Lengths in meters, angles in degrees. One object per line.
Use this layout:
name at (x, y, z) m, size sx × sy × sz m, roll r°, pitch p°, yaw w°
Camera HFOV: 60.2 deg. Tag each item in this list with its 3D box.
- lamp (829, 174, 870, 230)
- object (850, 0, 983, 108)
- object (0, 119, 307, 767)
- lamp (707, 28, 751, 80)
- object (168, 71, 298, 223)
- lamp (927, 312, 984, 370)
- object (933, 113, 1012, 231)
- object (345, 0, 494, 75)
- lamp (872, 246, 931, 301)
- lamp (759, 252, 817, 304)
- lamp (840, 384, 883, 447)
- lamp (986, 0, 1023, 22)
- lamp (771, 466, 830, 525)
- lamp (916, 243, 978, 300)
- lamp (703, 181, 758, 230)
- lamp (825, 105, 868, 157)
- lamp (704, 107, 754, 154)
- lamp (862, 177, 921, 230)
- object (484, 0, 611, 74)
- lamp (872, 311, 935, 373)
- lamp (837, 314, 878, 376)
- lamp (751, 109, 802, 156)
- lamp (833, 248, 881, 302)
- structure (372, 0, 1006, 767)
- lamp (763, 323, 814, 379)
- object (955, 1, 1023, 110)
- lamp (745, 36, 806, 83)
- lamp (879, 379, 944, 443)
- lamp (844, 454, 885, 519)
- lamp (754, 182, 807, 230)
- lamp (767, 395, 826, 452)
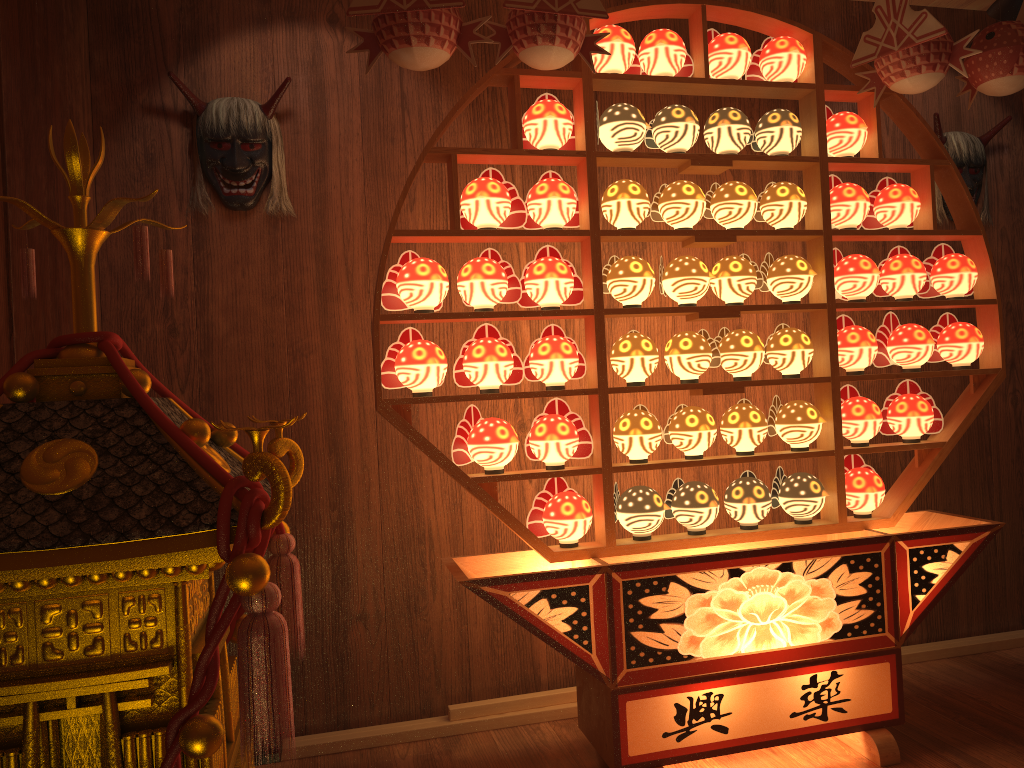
lamp at (1.036, -0.567, 2.727) m, size 0.204 × 0.200 × 0.154 m, roll -3°, pitch -1°, yaw -14°
object at (1.139, -0.981, 2.519) m, size 0.249 × 0.314 × 0.352 m, roll -2°, pitch -1°, yaw -36°
object at (-0.614, 0.370, 1.315) m, size 0.618 × 1.514 × 0.795 m, roll -3°, pitch -1°, yaw -13°
lamp at (0.646, -0.990, 2.631) m, size 0.205 × 0.200 × 0.153 m, roll -3°, pitch -1°, yaw -24°
object at (-0.854, -0.718, 2.750) m, size 0.370 × 0.453 × 0.135 m, roll -3°, pitch -1°, yaw -15°
lamp at (1.438, -0.141, 2.827) m, size 0.184 × 0.192 × 0.156 m, roll -3°, pitch -1°, yaw -4°
object at (1.786, -0.815, 3.470) m, size 0.370 × 0.453 × 0.135 m, roll -3°, pitch -1°, yaw -15°
object at (-0.234, -0.919, 2.142) m, size 0.361 × 0.311 × 0.241 m, roll -3°, pitch -1°, yaw 11°
lamp at (1.229, -0.351, 2.779) m, size 0.178 × 0.191 × 0.160 m, roll -3°, pitch -1°, yaw 16°
lamp at (0.849, -0.324, 2.675) m, size 0.144 × 0.173 × 0.151 m, roll -2°, pitch -1°, yaw -43°
lamp at (1.071, 0.096, 2.722) m, size 0.187 × 0.194 × 0.156 m, roll -3°, pitch -1°, yaw -4°
lamp at (1.689, -1.297, 2.997) m, size 0.135 × 0.177 × 0.176 m, roll -3°, pitch -1°, yaw 7°
lamp at (0.884, 0.335, 2.671) m, size 0.151 × 0.173 × 0.144 m, roll -3°, pitch -1°, yaw 42°
lamp at (1.416, -0.364, 2.827) m, size 0.200 × 0.200 × 0.157 m, roll -3°, pitch -1°, yaw 1°
lamp at (0.666, -0.533, 2.627) m, size 0.144 × 0.167 × 0.152 m, roll -3°, pitch -1°, yaw -33°
lamp at (1.031, -0.787, 2.732) m, size 0.206 × 0.200 × 0.152 m, roll -3°, pitch -1°, yaw -29°
lamp at (0.638, -0.752, 2.630) m, size 0.135 × 0.167 × 0.161 m, roll -3°, pitch -1°, yaw 27°
lamp at (1.211, -0.573, 2.776) m, size 0.189 × 0.195 × 0.157 m, roll -3°, pitch -1°, yaw 1°
object at (0.083, -0.944, 2.235) m, size 0.354 × 0.306 × 0.211 m, roll -3°, pitch -1°, yaw -14°
lamp at (1.259, -0.137, 2.779) m, size 0.206 × 0.200 × 0.152 m, roll -3°, pitch -1°, yaw -29°
lamp at (1.056, -0.125, 2.723) m, size 0.190 × 0.195 × 0.156 m, roll -3°, pitch -1°, yaw -4°
lamp at (0.806, -0.763, 2.670) m, size 0.139 × 0.173 × 0.157 m, roll -3°, pitch -1°, yaw 2°
lamp at (1.069, -0.341, 2.733) m, size 0.195 × 0.187 × 0.152 m, roll -2°, pitch -1°, yaw -34°
structure at (0.600, -0.018, 2.600) m, size 1.995 × 2.195 × 0.481 m, roll -3°, pitch -1°, yaw -15°
lamp at (0.839, -0.103, 2.664) m, size 0.139 × 0.173 × 0.157 m, roll -3°, pitch -1°, yaw 2°
object at (1.444, -1.008, 2.604) m, size 0.233 × 0.318 × 0.359 m, roll -3°, pitch -1°, yaw -18°
lamp at (0.823, -0.992, 2.679) m, size 0.191 × 0.188 × 0.155 m, roll -3°, pitch -1°, yaw -9°
lamp at (1.248, 0.085, 2.772) m, size 0.196 × 0.200 × 0.161 m, roll -3°, pitch -1°, yaw 21°
lamp at (1.079, 0.313, 2.723) m, size 0.194 × 0.197 × 0.157 m, roll -3°, pitch -1°, yaw 1°
lamp at (0.822, -0.543, 2.668) m, size 0.141 × 0.173 × 0.155 m, roll -3°, pitch -1°, yaw -8°
lamp at (0.874, 0.116, 2.670) m, size 0.151 × 0.173 × 0.144 m, roll -3°, pitch -1°, yaw 42°
